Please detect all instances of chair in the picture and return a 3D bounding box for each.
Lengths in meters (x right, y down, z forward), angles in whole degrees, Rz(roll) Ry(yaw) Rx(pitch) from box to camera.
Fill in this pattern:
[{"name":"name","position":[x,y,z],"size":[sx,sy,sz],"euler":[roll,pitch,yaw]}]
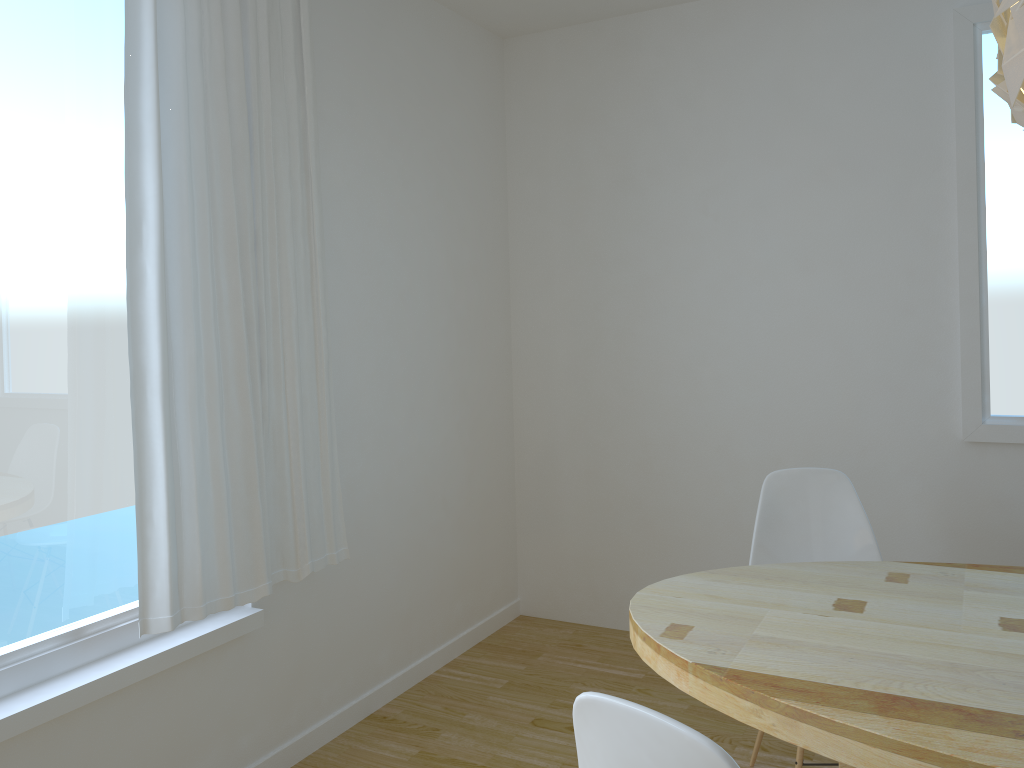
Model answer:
[{"name":"chair","position":[0.915,0.730,2.514],"size":[0.430,0.901,0.524],"euler":[-1,1,3]},{"name":"chair","position":[0.366,0.833,1.270],"size":[0.524,0.901,0.430],"euler":[-3,2,-42]}]

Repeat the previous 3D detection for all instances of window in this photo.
[{"name":"window","position":[1.902,-0.240,1.738],"size":[1.879,2.051,2.555],"euler":[0,3,28]},{"name":"window","position":[-1.541,-0.185,1.496],"size":[0.088,1.915,2.733],"euler":[-1,3,28]}]

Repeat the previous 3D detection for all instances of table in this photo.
[{"name":"table","position":[1.275,0.871,1.608],"size":[2.189,0.724,1.196],"euler":[0,4,27]}]

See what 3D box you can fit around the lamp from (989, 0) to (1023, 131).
[{"name":"lamp","position":[1.190,-0.898,1.547],"size":[0.639,1.134,0.648],"euler":[-1,2,27]}]

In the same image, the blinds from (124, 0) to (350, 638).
[{"name":"blinds","position":[-0.756,-0.465,2.564],"size":[0.150,2.158,0.796],"euler":[-1,1,29]}]
